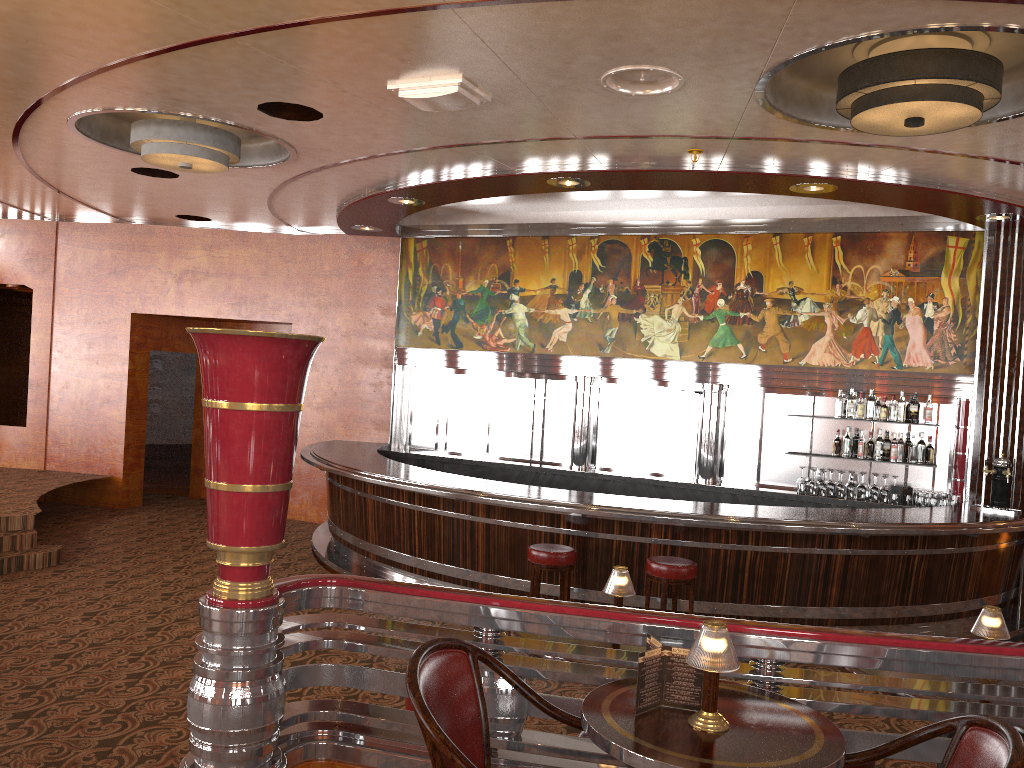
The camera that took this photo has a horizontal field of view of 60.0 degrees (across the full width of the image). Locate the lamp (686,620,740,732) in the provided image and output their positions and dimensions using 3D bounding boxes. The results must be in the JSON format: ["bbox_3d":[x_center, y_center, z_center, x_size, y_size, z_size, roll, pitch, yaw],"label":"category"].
[{"bbox_3d":[0.491,0.711,2.177,0.130,0.250,0.130,4,1,36],"label":"lamp"}]

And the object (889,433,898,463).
[{"bbox_3d":[3.615,0.601,8.388,0.067,0.283,0.067,4,1,-1],"label":"object"}]

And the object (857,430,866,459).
[{"bbox_3d":[3.377,0.584,8.558,0.067,0.283,0.067,3,1,-10],"label":"object"}]

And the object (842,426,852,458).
[{"bbox_3d":[3.256,0.565,8.615,0.078,0.305,0.078,4,1,18],"label":"object"}]

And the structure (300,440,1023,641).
[{"bbox_3d":[0.646,1.399,8.049,7.807,1.047,3.207,4,1,25],"label":"structure"}]

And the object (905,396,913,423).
[{"bbox_3d":[3.817,0.246,8.490,0.090,0.256,0.090,4,1,31],"label":"object"}]

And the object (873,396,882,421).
[{"bbox_3d":[3.498,0.236,8.550,0.212,0.235,0.068,3,1,-45],"label":"object"}]

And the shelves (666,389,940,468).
[{"bbox_3d":[2.833,0.415,8.865,2.593,0.568,0.339,4,1,25],"label":"shelves"}]

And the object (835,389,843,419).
[{"bbox_3d":[3.184,0.193,8.623,0.067,0.283,0.067,3,1,-20],"label":"object"}]

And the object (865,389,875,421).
[{"bbox_3d":[3.430,0.197,8.486,0.078,0.305,0.078,4,1,13],"label":"object"}]

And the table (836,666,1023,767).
[{"bbox_3d":[1.623,1.539,3.331,0.849,0.960,0.849,4,1,5],"label":"table"}]

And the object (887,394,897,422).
[{"bbox_3d":[3.654,0.228,8.515,0.080,0.272,0.080,3,1,-7],"label":"object"}]

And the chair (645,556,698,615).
[{"bbox_3d":[1.074,1.586,6.085,0.350,0.756,0.350,3,1,-24],"label":"chair"}]

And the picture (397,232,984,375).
[{"bbox_3d":[1.471,-0.927,9.465,6.252,1.323,0.001,4,1,25],"label":"picture"}]

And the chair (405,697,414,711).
[{"bbox_3d":[-0.251,1.526,3.384,0.350,0.756,0.350,3,1,-16],"label":"chair"}]

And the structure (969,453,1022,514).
[{"bbox_3d":[4.236,0.872,7.722,0.360,0.540,0.281,5,1,45],"label":"structure"}]

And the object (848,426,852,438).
[{"bbox_3d":[3.289,0.567,8.699,0.078,0.305,0.206,4,1,21],"label":"object"}]

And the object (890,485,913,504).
[{"bbox_3d":[3.649,1.045,8.365,0.195,0.156,0.169,3,1,-40],"label":"object"}]

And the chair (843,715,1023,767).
[{"bbox_3d":[0.828,1.170,2.092,0.615,0.817,0.588,4,1,20],"label":"chair"}]

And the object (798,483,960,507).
[{"bbox_3d":[3.521,1.048,8.519,1.424,0.135,0.403,4,1,31],"label":"object"}]

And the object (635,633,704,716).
[{"bbox_3d":[0.382,0.750,2.310,0.195,0.156,0.169,3,1,-15],"label":"object"}]

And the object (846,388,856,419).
[{"bbox_3d":[3.281,0.188,8.579,0.078,0.305,0.078,4,1,16],"label":"object"}]

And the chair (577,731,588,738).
[{"bbox_3d":[0.361,1.566,2.953,0.350,0.756,0.350,3,1,-24],"label":"chair"}]

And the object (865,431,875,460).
[{"bbox_3d":[3.478,0.596,8.602,0.080,0.272,0.080,4,1,28],"label":"object"}]

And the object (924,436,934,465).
[{"bbox_3d":[3.964,0.627,8.417,0.080,0.272,0.080,4,1,23],"label":"object"}]

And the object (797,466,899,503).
[{"bbox_3d":[3.238,0.975,8.599,0.951,0.245,0.396,4,1,28],"label":"object"}]

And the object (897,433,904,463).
[{"bbox_3d":[3.692,0.605,8.428,0.067,0.283,0.067,3,1,-15],"label":"object"}]

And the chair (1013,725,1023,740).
[{"bbox_3d":[1.450,1.210,1.964,0.615,0.817,0.587,3,1,-5],"label":"chair"}]

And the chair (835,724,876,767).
[{"bbox_3d":[1.063,1.609,3.109,0.350,0.756,0.350,3,1,-24],"label":"chair"}]

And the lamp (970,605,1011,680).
[{"bbox_3d":[1.747,0.941,3.242,0.130,0.250,0.130,4,1,36],"label":"lamp"}]

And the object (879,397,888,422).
[{"bbox_3d":[3.549,0.239,8.458,0.070,0.238,0.070,4,1,-1],"label":"object"}]

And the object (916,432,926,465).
[{"bbox_3d":[3.862,0.605,8.369,0.078,0.305,0.078,4,2,38],"label":"object"}]

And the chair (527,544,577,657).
[{"bbox_3d":[0.264,1.535,6.282,0.350,0.756,0.350,3,1,-1],"label":"chair"}]

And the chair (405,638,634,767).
[{"bbox_3d":[0.020,1.119,2.293,0.615,0.817,0.588,4,1,15],"label":"chair"}]

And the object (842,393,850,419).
[{"bbox_3d":[3.291,0.212,8.691,0.090,0.256,0.090,2,2,-44],"label":"object"}]

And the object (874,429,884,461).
[{"bbox_3d":[3.508,0.582,8.466,0.078,0.305,0.078,3,1,-27],"label":"object"}]

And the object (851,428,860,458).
[{"bbox_3d":[3.371,0.578,8.679,0.090,0.293,0.090,4,1,4],"label":"object"}]

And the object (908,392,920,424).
[{"bbox_3d":[3.780,0.227,8.324,0.090,0.293,0.090,3,1,-31],"label":"object"}]

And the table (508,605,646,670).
[{"bbox_3d":[0.379,1.461,3.531,0.849,0.960,0.849,4,1,27],"label":"table"}]

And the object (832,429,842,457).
[{"bbox_3d":[3.197,0.577,8.710,0.080,0.272,0.080,4,1,28],"label":"object"}]

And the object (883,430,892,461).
[{"bbox_3d":[3.602,0.593,8.527,0.090,0.293,0.090,4,1,19],"label":"object"}]

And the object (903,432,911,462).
[{"bbox_3d":[3.798,0.606,8.513,0.090,0.293,0.090,3,1,-31],"label":"object"}]

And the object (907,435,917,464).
[{"bbox_3d":[3.778,0.616,8.358,0.080,0.272,0.080,4,1,28],"label":"object"}]

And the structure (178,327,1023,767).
[{"bbox_3d":[1.228,0.194,2.671,4.353,3.606,0.549,4,1,-1],"label":"structure"}]

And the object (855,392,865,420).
[{"bbox_3d":[3.357,0.209,8.544,0.080,0.272,0.080,4,1,18],"label":"object"}]

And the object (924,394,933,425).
[{"bbox_3d":[3.899,0.239,8.291,0.067,0.283,0.067,4,1,36],"label":"object"}]

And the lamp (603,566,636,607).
[{"bbox_3d":[0.426,0.857,3.543,0.130,0.250,0.130,2,1,-45],"label":"lamp"}]

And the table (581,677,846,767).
[{"bbox_3d":[0.472,1.196,2.223,0.640,0.720,0.639,3,1,-22],"label":"table"}]

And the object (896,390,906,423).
[{"bbox_3d":[3.682,0.214,8.387,0.078,0.305,0.078,4,1,6],"label":"object"}]
